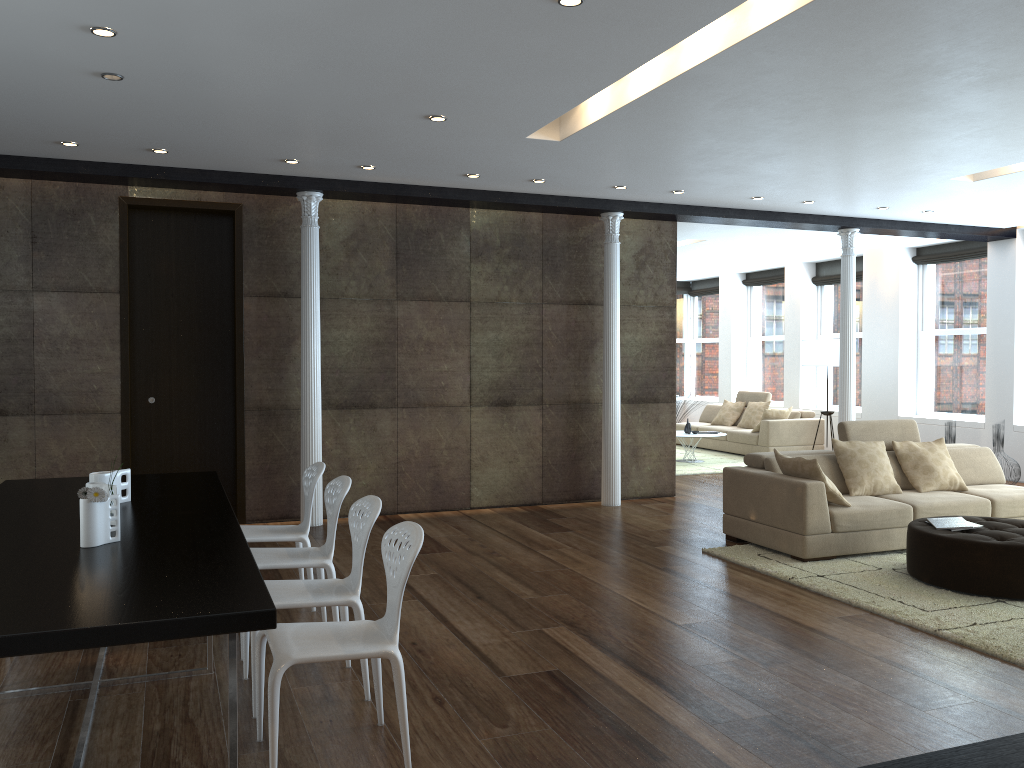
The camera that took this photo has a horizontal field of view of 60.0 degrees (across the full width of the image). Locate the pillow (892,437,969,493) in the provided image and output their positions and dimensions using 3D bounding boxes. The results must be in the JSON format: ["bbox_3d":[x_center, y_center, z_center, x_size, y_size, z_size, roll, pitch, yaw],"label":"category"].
[{"bbox_3d":[3.419,0.662,7.286,0.519,0.416,0.368,0,2,-17],"label":"pillow"}]

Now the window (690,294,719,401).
[{"bbox_3d":[7.363,-0.426,24.954,34.761,17.917,13.698,-1,2,-21],"label":"window"}]

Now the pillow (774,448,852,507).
[{"bbox_3d":[2.209,0.693,6.575,0.395,0.393,0.518,0,2,-18],"label":"pillow"}]

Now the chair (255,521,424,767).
[{"bbox_3d":[-0.620,0.946,3.249,0.581,0.835,0.495,-1,2,-21],"label":"chair"}]

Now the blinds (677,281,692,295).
[{"bbox_3d":[2.878,-1.878,17.303,1.442,0.312,0.155,-1,2,-21],"label":"blinds"}]

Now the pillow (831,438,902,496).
[{"bbox_3d":[2.832,0.657,7.071,0.534,0.439,0.301,0,2,-18],"label":"pillow"}]

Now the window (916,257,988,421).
[{"bbox_3d":[5.901,-0.665,11.680,0.123,2.400,1.391,-1,2,-21],"label":"window"}]

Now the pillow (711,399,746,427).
[{"bbox_3d":[3.495,0.469,14.274,0.368,0.416,0.519,-1,2,-26],"label":"pillow"}]

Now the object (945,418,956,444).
[{"bbox_3d":[5.170,0.778,10.463,0.458,0.781,0.458,-1,2,-22],"label":"object"}]

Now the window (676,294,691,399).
[{"bbox_3d":[2.860,-0.825,17.419,1.474,2.400,0.123,-1,2,-21],"label":"window"}]

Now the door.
[{"bbox_3d":[-2.902,-0.168,7.830,1.000,2.814,0.510,-1,2,-21],"label":"door"}]

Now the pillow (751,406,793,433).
[{"bbox_3d":[3.786,0.518,12.902,0.518,0.393,0.395,-1,2,-25],"label":"pillow"}]

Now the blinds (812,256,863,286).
[{"bbox_3d":[5.094,-1.733,13.557,0.156,0.393,1.342,-1,2,-21],"label":"blinds"}]

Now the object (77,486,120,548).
[{"bbox_3d":[-1.594,0.509,3.438,0.161,0.233,0.076,-1,2,-40],"label":"object"}]

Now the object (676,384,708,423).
[{"bbox_3d":[2.776,0.502,15.543,1.119,1.014,1.125,-1,2,-35],"label":"object"}]

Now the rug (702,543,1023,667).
[{"bbox_3d":[3.950,1.279,6.098,4.231,0.020,2.972,-1,2,-21],"label":"rug"}]

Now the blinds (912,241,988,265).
[{"bbox_3d":[5.843,-1.739,11.628,0.156,0.275,1.396,-1,2,-21],"label":"blinds"}]

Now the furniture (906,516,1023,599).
[{"bbox_3d":[3.136,1.102,5.752,1.057,0.355,1.057,-1,2,-19],"label":"furniture"}]

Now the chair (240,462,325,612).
[{"bbox_3d":[-1.398,0.891,5.236,0.581,0.835,0.495,-1,2,-21],"label":"chair"}]

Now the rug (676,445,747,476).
[{"bbox_3d":[2.443,1.074,13.505,2.972,0.020,4.231,-1,2,-21],"label":"rug"}]

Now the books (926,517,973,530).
[{"bbox_3d":[2.875,0.914,5.832,0.220,0.040,0.301,0,2,14],"label":"books"}]

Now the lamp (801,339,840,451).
[{"bbox_3d":[4.359,0.251,12.253,0.698,1.728,0.698,0,2,3],"label":"lamp"}]

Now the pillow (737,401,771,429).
[{"bbox_3d":[3.733,0.474,13.696,0.301,0.439,0.534,-1,2,-25],"label":"pillow"}]

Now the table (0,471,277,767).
[{"bbox_3d":[-1.855,0.978,3.943,1.200,0.733,3.400,-1,2,-21],"label":"table"}]

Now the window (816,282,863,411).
[{"bbox_3d":[5.152,-0.719,13.607,0.123,2.400,1.345,-1,2,-21],"label":"window"}]

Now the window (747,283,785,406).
[{"bbox_3d":[4.503,-0.766,15.280,0.123,2.400,1.444,-1,2,-21],"label":"window"}]

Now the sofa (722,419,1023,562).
[{"bbox_3d":[3.073,0.785,7.154,2.581,0.950,1.021,-1,2,-21],"label":"sofa"}]

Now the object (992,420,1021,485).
[{"bbox_3d":[5.541,0.788,10.108,0.458,0.781,0.458,-1,2,-22],"label":"object"}]

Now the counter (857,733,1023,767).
[{"bbox_3d":[-0.513,0.530,0.220,3.700,0.040,1.000,-1,2,-21],"label":"counter"}]

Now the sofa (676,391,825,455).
[{"bbox_3d":[3.629,0.597,13.932,1.018,0.950,2.581,-1,2,-21],"label":"sofa"}]

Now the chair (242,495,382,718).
[{"bbox_3d":[-0.870,0.928,3.904,0.581,0.835,0.495,-1,2,-21],"label":"chair"}]

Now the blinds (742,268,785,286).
[{"bbox_3d":[4.446,-1.839,15.225,0.156,0.275,1.442,-1,2,-21],"label":"blinds"}]

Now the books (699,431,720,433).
[{"bbox_3d":[2.773,0.682,12.605,0.300,0.010,0.220,0,2,-6],"label":"books"}]

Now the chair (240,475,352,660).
[{"bbox_3d":[-1.128,0.909,4.594,0.581,0.835,0.495,-1,2,-21],"label":"chair"}]

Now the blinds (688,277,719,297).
[{"bbox_3d":[3.789,-1.860,16.918,0.156,0.327,1.377,-1,2,-21],"label":"blinds"}]

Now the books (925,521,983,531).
[{"bbox_3d":[2.900,0.922,5.826,0.219,0.031,0.300,0,2,-6],"label":"books"}]

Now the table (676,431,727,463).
[{"bbox_3d":[2.505,0.896,12.500,1.022,0.393,1.022,1,2,23],"label":"table"}]
